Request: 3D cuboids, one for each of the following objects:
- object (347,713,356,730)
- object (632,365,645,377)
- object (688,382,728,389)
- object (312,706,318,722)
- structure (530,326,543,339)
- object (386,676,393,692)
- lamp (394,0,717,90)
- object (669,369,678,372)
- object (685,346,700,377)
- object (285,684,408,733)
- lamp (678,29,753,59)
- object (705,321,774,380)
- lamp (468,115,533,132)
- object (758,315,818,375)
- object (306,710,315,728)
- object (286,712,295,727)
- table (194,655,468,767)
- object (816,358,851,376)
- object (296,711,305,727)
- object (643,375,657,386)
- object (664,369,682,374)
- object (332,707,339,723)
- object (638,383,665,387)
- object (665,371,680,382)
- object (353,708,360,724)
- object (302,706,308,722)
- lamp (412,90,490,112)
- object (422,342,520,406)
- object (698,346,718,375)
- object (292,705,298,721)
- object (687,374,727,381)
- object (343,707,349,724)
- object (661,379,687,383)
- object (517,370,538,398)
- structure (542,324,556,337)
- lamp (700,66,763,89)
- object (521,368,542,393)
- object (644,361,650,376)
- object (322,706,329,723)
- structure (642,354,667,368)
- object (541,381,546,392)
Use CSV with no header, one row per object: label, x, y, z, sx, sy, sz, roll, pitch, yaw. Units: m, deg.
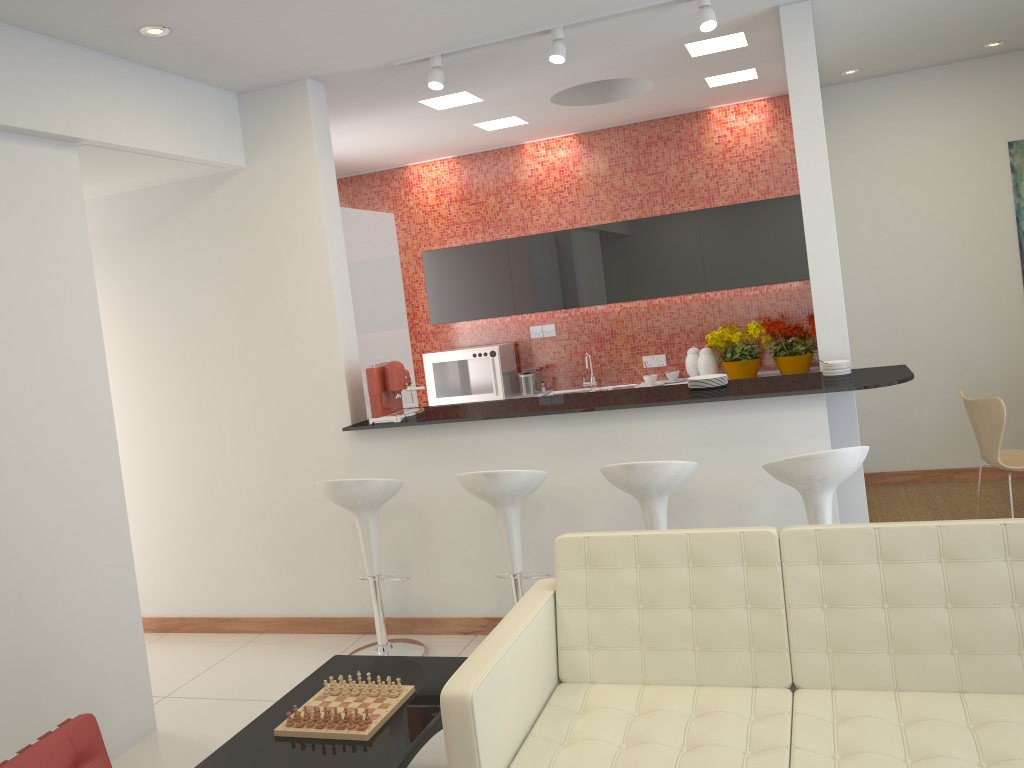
object,-0.538,1.122,2.953,0.030,0.052,0.030,-6,3,27
object,1.071,-0.076,7.276,0.164,0.177,0.011,-5,3,33
object,1.052,0.009,4.751,0.211,0.015,0.210,-10,6,-26
object,-0.674,1.132,3.044,0.030,0.049,0.030,-6,3,27
structure,0.219,-0.463,7.908,0.114,0.104,0.013,-6,2,19
object,-0.446,1.087,3.217,0.030,0.052,0.030,-7,3,12
lamp,0.221,-1.771,4.618,1.818,0.199,0.113,-5,3,19
object,1.334,-0.108,7.356,0.008,0.009,0.235,-4,6,44
object,1.506,-0.172,7.279,0.160,0.283,0.159,-8,3,-19
object,-0.583,1.138,3.119,0.346,0.001,0.351,-5,5,19
lamp,1.247,-2.083,5.398,0.407,0.034,0.410,-5,5,19
object,1.798,-0.273,7.010,0.521,0.448,0.505,-6,4,22
lamp,-0.086,-2.052,6.924,0.407,0.034,0.410,-5,5,19
object,2.194,-0.310,6.874,0.503,0.448,0.524,-7,4,-1
object,-0.688,1.135,3.006,0.030,0.055,0.030,-6,3,27
object,-0.762,1.147,3.033,0.030,0.044,0.030,-6,3,27
table,-0.538,1.363,3.157,0.699,0.421,0.921,-6,5,20
object,1.673,-0.100,4.621,0.173,0.097,0.140,-6,4,12
object,-0.725,1.139,3.019,0.030,0.052,0.030,-6,3,27
object,1.135,-0.027,7.248,0.120,0.084,0.121,-4,5,39
object,1.330,-0.105,7.328,0.235,0.009,0.008,-11,5,-41
object,-0.599,1.125,3.017,0.030,0.049,0.030,-6,3,27
object,1.140,0.012,7.249,0.219,0.014,0.218,-10,6,-30
object,1.336,-0.061,7.350,0.121,0.084,0.121,-8,4,-15
object,-0.524,1.118,2.991,0.030,0.049,0.030,-6,3,27
object,-0.712,1.136,3.057,0.030,0.049,0.030,-6,3,27
lamp,-0.411,-1.929,5.984,0.407,0.034,0.410,-5,5,19
object,-0.363,-0.083,7.848,0.720,0.470,0.437,-6,3,19
object,1.569,-0.164,7.099,0.160,0.283,0.159,-8,3,-19
object,-0.749,1.139,3.070,0.030,0.049,0.030,-6,3,27
object,1.047,-0.032,4.750,0.211,0.015,0.210,-10,6,-26
object,-0.562,1.122,3.004,0.030,0.049,0.030,-6,3,27
object,1.341,-0.022,7.351,0.218,0.014,0.219,-5,5,24
object,0.138,0.000,7.630,0.171,0.215,0.173,-5,4,38
structure,0.331,-0.474,7.872,0.114,0.104,0.008,-6,2,19
lamp,1.572,-2.206,6.338,0.407,0.034,0.410,-5,5,19
object,0.176,-0.025,7.862,0.171,0.215,0.173,-5,4,38
object,1.128,-0.087,7.305,0.009,0.195,0.140,-7,3,-11
object,-0.637,1.129,3.030,0.030,0.049,0.030,-6,3,27
structure,1.220,-0.195,7.578,0.198,0.099,0.016,-6,2,19
object,0.273,0.023,7.750,0.037,0.092,0.037,-6,2,20
